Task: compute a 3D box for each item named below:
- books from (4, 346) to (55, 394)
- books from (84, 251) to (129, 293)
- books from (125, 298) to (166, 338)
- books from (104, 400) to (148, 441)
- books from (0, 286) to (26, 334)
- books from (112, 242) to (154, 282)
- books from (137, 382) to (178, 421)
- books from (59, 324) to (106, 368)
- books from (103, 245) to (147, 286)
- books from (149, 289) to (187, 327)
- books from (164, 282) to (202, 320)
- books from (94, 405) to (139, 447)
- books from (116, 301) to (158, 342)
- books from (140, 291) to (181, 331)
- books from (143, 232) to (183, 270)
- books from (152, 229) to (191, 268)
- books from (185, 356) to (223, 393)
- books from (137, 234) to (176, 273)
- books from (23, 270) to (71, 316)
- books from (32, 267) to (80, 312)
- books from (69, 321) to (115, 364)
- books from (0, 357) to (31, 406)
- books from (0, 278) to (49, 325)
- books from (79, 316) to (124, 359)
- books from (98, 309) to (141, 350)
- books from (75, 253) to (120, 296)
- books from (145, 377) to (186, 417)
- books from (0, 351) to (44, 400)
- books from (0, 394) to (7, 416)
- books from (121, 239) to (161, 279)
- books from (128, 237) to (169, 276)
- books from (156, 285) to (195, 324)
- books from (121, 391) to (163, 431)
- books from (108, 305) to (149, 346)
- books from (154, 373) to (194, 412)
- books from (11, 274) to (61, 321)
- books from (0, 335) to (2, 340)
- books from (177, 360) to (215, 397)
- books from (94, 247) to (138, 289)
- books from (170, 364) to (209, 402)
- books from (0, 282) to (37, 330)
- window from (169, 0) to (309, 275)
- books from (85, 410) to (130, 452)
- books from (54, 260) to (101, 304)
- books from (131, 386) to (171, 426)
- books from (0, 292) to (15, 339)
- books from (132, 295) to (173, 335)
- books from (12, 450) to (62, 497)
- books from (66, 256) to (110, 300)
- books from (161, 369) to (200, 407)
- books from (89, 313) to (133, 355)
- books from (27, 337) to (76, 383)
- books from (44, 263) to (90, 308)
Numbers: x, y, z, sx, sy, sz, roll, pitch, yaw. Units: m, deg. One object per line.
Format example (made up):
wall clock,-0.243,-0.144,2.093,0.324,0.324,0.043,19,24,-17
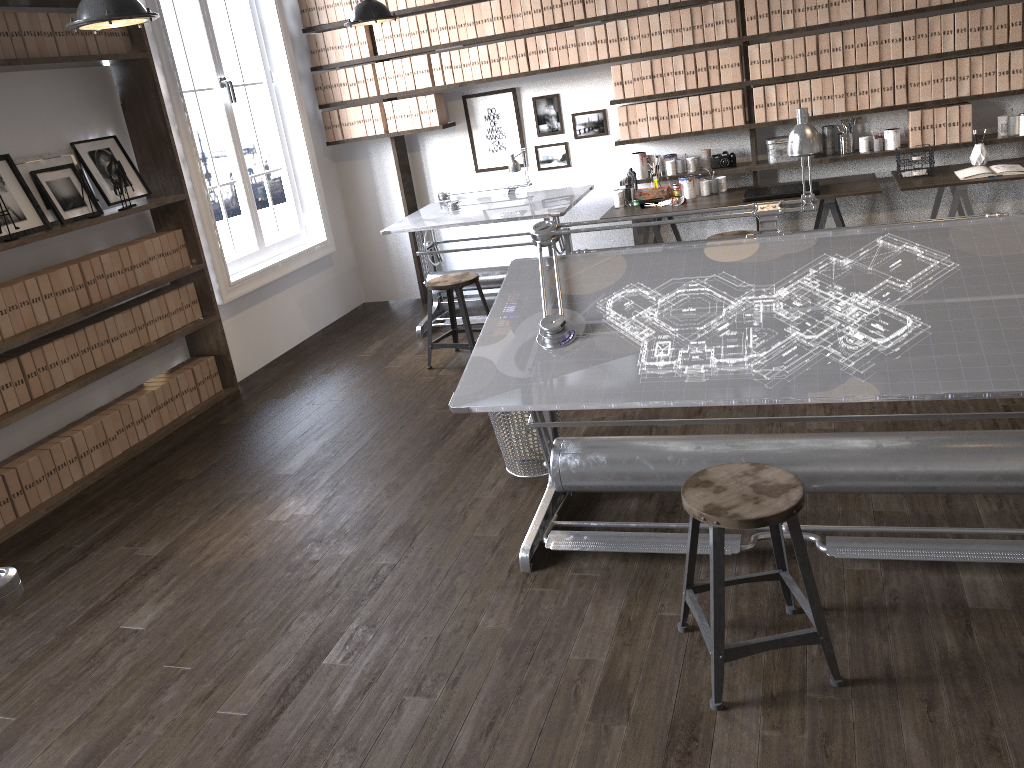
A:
books,-2.364,-0.064,4.339,0.174,0.222,0.068,-3,18,20
books,-2.215,-0.608,4.841,0.174,0.222,0.068,-3,18,20
books,-2.108,-0.375,5.095,0.174,0.222,0.068,-3,18,20
books,-2.139,0.205,4.912,0.174,0.222,0.068,-3,18,20
books,-2.429,-0.345,4.199,0.174,0.222,0.068,-3,18,20
books,-2.152,-0.684,5.025,0.174,0.222,0.068,-3,18,20
books,-2.063,0.106,5.155,0.174,0.222,0.068,-3,18,20
books,-2.256,-0.194,4.655,0.174,0.222,0.068,-3,18,20
books,-2.168,-0.659,4.964,0.174,0.222,0.068,-3,18,20
books,-2.052,-0.447,5.273,0.174,0.222,0.068,-3,18,20
books,-2.005,-0.500,5.399,0.174,0.222,0.068,-3,18,20
books,-2.164,0.231,4.850,0.174,0.222,0.068,-3,18,20
books,-2.128,-0.348,5.029,0.174,0.222,0.068,-3,18,20
books,-2.066,-0.423,5.211,0.174,0.222,0.068,-3,18,20
books,-2.074,-0.783,5.268,0.174,0.222,0.068,-3,18,20
books,-2.048,-0.807,5.324,0.174,0.222,0.068,-3,18,20
books,-1.930,-0.055,5.548,0.174,0.222,0.068,-3,18,20
books,-2.093,-0.757,5.204,0.174,0.222,0.068,-3,18,20
books,-2.338,-0.450,4.453,0.174,0.222,0.068,-3,18,20
books,-2.323,-0.473,4.511,0.174,0.222,0.068,-3,18,20
books,-2.233,-0.218,4.711,0.174,0.222,0.068,-3,18,20
books,-2.409,-0.009,4.206,0.174,0.222,0.068,-3,18,20
books,-2.385,-0.396,4.324,0.174,0.222,0.068,-3,18,20
books,-2.212,-0.244,4.775,0.174,0.222,0.068,-3,18,20
books,-2.176,-0.297,4.906,0.174,0.222,0.068,-3,18,20
books,-2.232,-0.582,4.776,0.174,0.222,0.068,-3,18,20
books,-2.042,0.080,5.219,0.174,0.222,0.068,-3,18,20
books,-2.381,-0.037,4.271,0.174,0.222,0.068,-3,18,20
books,-2.451,0.043,4.078,0.174,0.222,0.068,-3,18,20
books,-2.132,-0.707,5.081,0.174,0.222,0.068,-3,18,20
books,-2.110,-0.731,5.140,0.174,0.222,0.068,-3,18,20
books,-2.030,-0.474,5.337,0.174,0.222,0.068,-3,18,20
books,-2.102,0.155,5.034,0.174,0.222,0.068,-3,18,20
books,-2.153,-0.322,4.968,0.174,0.222,0.068,-3,18,20
books,-2.016,0.054,5.281,0.174,0.222,0.068,-3,18,20
books,-2.360,-0.423,4.388,0.174,0.222,0.068,-3,18,20
books,-2.470,-0.292,4.070,0.174,0.222,0.068,-3,18,20
books,-1.955,-0.027,5.480,0.174,0.222,0.068,-3,18,20
books,-2.194,-0.634,4.905,0.174,0.222,0.068,-3,18,20
books,-1.972,0.000,5.412,0.174,0.222,0.068,-3,18,20
books,-2.410,-0.370,4.263,0.174,0.222,0.068,-3,18,20
window,-1.902,-1.905,5.829,0.153,2.276,1.264,-3,19,20
books,-2.187,0.257,4.788,0.174,0.222,0.068,-3,18,20
books,-2.276,-0.528,4.645,0.174,0.222,0.068,-3,18,20
books,-2.078,0.131,5.093,0.174,0.222,0.068,-3,18,20
books,-2.446,-0.319,4.135,0.174,0.222,0.068,-3,18,20
books,-2.091,-0.398,5.152,0.174,0.222,0.068,-3,18,20
books,-2.327,0.438,4.344,0.174,0.222,0.068,-3,18,20
books,-2.258,-0.556,4.714,0.174,0.222,0.068,-3,18,20
books,-1.999,0.028,5.346,0.174,0.222,0.068,-3,18,20
books,-2.193,-0.271,4.842,0.174,0.222,0.068,-3,18,20
books,-2.320,-0.115,4.462,0.174,0.222,0.068,-3,18,20
books,-2.303,-0.501,4.580,0.174,0.222,0.068,-3,18,20
